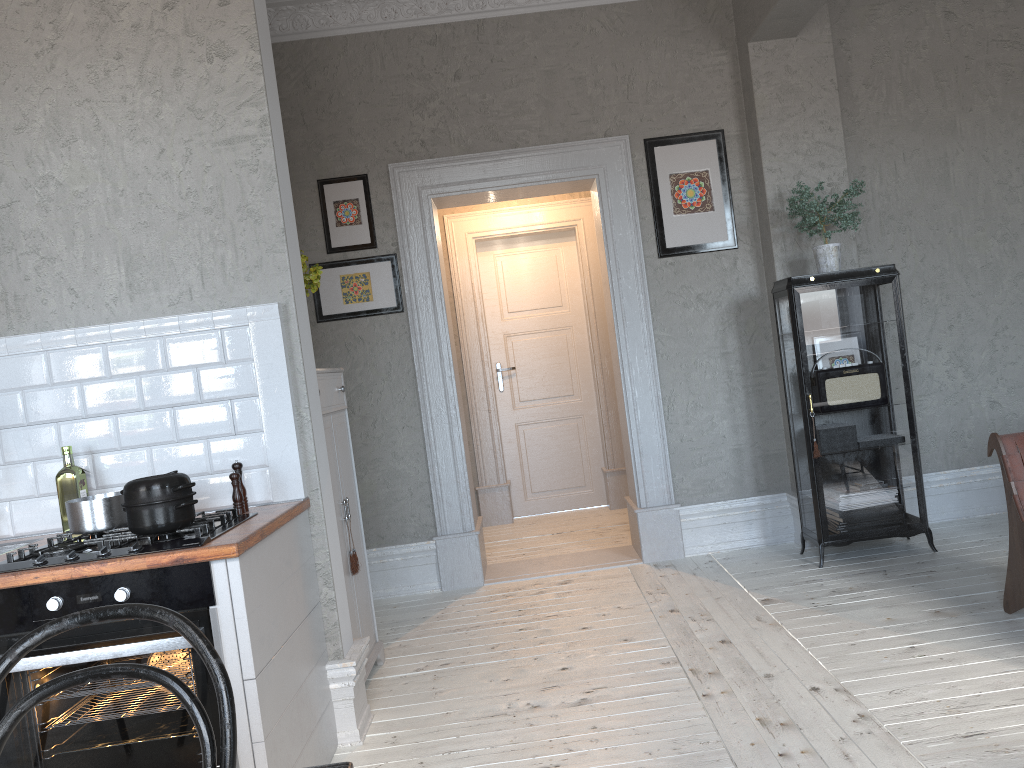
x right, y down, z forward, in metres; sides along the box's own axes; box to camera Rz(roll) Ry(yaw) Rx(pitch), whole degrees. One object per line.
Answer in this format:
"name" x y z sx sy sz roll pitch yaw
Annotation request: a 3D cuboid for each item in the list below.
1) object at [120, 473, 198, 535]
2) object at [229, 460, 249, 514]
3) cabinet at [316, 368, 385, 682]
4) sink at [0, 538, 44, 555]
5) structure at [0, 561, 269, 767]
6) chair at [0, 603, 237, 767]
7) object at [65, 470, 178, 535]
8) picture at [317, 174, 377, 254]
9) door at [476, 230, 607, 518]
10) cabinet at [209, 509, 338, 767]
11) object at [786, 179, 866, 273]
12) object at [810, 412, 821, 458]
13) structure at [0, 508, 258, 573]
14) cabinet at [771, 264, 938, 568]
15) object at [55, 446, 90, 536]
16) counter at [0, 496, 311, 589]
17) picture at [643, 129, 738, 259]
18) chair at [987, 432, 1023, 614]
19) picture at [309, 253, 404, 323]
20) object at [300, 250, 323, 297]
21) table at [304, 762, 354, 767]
"object" -0.958 0.325 2.409 0.196 0.147 0.187 -8 2 -21
"object" -0.870 0.326 2.813 0.036 0.167 0.073 -7 2 0
"cabinet" -0.820 0.601 3.521 0.384 1.297 0.666 -7 2 0
"sink" -1.739 0.419 2.601 0.486 0.720 0.528 -7 2 -1
"structure" -1.035 0.790 2.519 0.623 0.623 0.617 -7 1 -1
"chair" -0.565 0.812 1.161 0.439 0.921 0.548 -8 2 -3
"object" -1.181 0.356 2.670 0.171 0.134 0.309 -6 2 34
"picture" -0.917 -0.946 4.932 0.282 0.417 0.012 -7 2 -2
"door" 0.249 -0.079 6.969 0.805 2.192 0.080 -8 2 -2
"cabinet" -2.467 1.071 1.832 4.285 0.854 1.945 -9 2 -45
"object" 1.631 -0.824 4.564 0.394 0.506 0.419 -7 2 15
"object" 1.505 0.255 4.413 0.046 0.234 0.039 -9 2 -44
"structure" -1.087 0.430 2.482 0.606 0.031 0.496 -7 1 -1
"cabinet" 1.751 0.157 4.589 0.619 1.472 0.348 -7 2 -1
"object" -1.404 0.338 2.857 0.082 0.282 0.089 -7 2 0
"counter" -2.378 0.656 1.373 3.393 0.039 3.158 -7 1 -1
"picture" 1.011 -1.072 4.999 0.459 0.677 0.020 -7 2 -2
"chair" 2.131 0.523 2.972 0.508 0.721 1.016 -7 1 0
"picture" -0.866 -0.535 4.943 0.490 0.331 0.014 -7 2 -2
"object" -0.956 -0.318 3.678 0.334 0.553 0.303 -6 2 33
"table" -1.102 0.986 0.694 1.922 0.735 0.904 -7 1 -1
